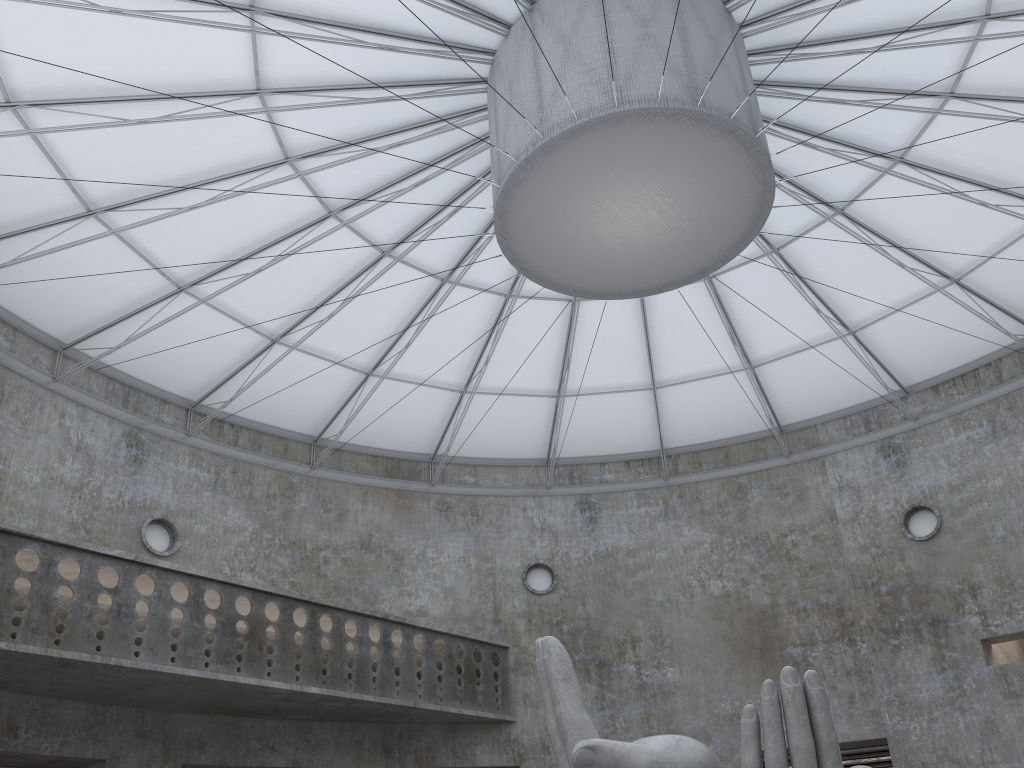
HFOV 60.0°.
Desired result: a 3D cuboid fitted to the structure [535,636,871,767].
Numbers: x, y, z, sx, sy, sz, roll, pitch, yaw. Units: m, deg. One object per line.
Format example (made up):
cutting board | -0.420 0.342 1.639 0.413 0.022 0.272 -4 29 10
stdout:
structure | 5.265 6.190 14.592 10.712 5.581 16.003 -2 -29 -3
